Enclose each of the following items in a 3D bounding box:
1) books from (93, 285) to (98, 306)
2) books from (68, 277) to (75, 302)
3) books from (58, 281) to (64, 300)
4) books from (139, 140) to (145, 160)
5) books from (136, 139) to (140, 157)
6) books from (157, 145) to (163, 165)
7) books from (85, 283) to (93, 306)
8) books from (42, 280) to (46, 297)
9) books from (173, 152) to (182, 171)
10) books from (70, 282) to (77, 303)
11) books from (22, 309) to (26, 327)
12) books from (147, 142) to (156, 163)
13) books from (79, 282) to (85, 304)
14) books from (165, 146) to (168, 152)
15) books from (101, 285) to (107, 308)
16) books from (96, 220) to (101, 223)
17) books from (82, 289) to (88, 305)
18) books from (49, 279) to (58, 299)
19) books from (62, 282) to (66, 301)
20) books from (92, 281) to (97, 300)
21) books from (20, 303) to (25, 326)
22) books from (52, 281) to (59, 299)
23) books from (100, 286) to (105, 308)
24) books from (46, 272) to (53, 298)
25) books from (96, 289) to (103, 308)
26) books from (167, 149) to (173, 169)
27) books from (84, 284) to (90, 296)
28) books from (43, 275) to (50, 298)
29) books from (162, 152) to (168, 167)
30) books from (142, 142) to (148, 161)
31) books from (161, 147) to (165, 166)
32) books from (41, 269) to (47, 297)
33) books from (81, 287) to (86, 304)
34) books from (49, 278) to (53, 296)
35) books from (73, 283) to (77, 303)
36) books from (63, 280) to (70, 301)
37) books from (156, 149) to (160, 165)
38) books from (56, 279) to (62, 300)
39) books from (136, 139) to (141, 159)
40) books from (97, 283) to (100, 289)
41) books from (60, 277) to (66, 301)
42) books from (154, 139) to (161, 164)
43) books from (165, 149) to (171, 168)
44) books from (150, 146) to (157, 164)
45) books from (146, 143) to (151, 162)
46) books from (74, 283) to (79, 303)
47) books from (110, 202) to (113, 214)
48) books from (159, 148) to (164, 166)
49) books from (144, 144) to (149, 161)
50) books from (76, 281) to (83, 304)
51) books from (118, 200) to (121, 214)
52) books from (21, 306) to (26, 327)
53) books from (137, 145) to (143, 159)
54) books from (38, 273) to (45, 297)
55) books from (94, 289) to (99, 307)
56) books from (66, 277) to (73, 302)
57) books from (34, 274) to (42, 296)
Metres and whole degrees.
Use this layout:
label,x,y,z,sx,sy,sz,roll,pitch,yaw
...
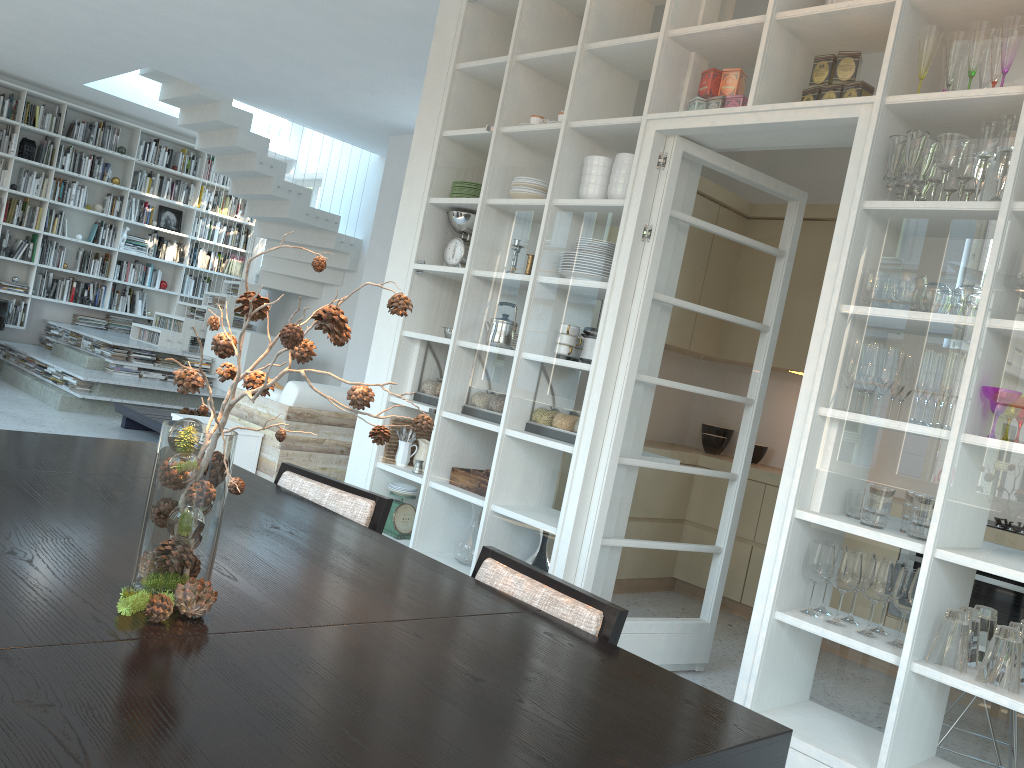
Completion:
label,x,y,z,sx,sy,sz,roll,pitch,yaw
books,-5.058,-1.074,10.716,0.021,0.265,0.150,10,2,-44
books,-5.243,-1.122,10.506,0.012,0.293,0.175,10,2,-44
books,-5.336,-1.107,10.445,0.024,0.228,0.159,10,2,-44
books,-4.533,-2.835,10.800,0.025,0.250,0.177,10,2,-44
books,-4.578,-2.866,10.761,0.028,0.294,0.150,10,2,-44
books,-4.375,-2.812,10.952,0.014,0.262,0.168,10,2,-44
books,-5.092,-1.080,10.668,0.070,0.266,0.185,10,2,-44
books,-5.469,-1.138,10.316,0.015,0.240,0.152,10,2,-44
books,-4.201,-2.776,11.119,0.019,0.256,0.169,10,2,-44
books,-5.235,-1.095,10.524,0.031,0.244,0.184,10,2,-44
books,-5.605,-0.764,10.149,0.012,0.206,0.160,10,2,-44
books,-4.452,-2.834,10.882,0.048,0.278,0.149,10,2,-44
books,-5.171,-1.094,10.601,0.026,0.263,0.169,10,2,-44
books,-4.333,-2.813,11.023,0.012,0.279,0.153,10,2,-44
books,-4.980,-1.063,10.777,0.025,0.272,0.171,10,2,-44
books,-4.980,-1.818,10.636,0.016,0.290,0.135,10,2,-44
books,-5.142,-1.047,10.632,0.025,0.181,0.169,10,2,-44
books,-5.391,-1.118,10.380,0.065,0.231,0.161,10,2,-44
books,-5.316,-1.099,10.469,0.012,0.221,0.153,10,2,-44
books,-5.066,-1.090,10.703,0.013,0.294,0.134,10,2,-44
books,-5.618,-0.799,10.130,0.015,0.271,0.157,10,2,-44
books,-5.366,-1.106,10.408,0.011,0.217,0.175,10,2,-44
books,-4.999,-1.059,10.760,0.026,0.258,0.156,10,2,-44
books,-5.415,-1.154,10.328,0.030,0.294,0.188,10,2,-44
books,-5.016,-1.047,10.738,0.025,0.228,0.175,10,2,-44
books,-4.288,-2.794,11.048,0.030,0.257,0.164,10,2,-44
books,-5.125,-1.078,10.645,0.012,0.249,0.164,10,2,-44
books,-5.438,-1.139,10.311,0.023,0.256,0.178,10,2,-44
books,-4.335,-2.774,10.994,0.024,0.202,0.189,10,2,-44
books,-4.512,-2.827,10.815,0.026,0.242,0.184,10,2,-44
books,-4.355,-2.804,10.987,0.021,0.254,0.151,10,2,-44
books,-5.453,-1.173,10.288,0.010,0.316,0.186,10,2,-44
books,-5.160,-1.065,10.620,0.022,0.211,0.135,10,2,-44
books,-5.409,-1.144,10.349,0.010,0.277,0.174,10,2,-44
books,-5.226,-1.091,10.553,0.025,0.238,0.156,10,2,-44
books,-5.289,-1.110,10.470,0.025,0.252,0.181,10,2,-44
books,-4.408,-2.797,10.952,0.030,0.220,0.133,10,2,-44
books,-5.357,-1.114,10.429,0.029,0.235,0.142,10,2,-44
books,-4.572,-2.850,10.783,0.014,0.264,0.140,10,2,-44
books,-5.044,-1.080,10.746,0.012,0.282,0.143,10,2,-44
books,-5.317,-1.123,10.455,0.014,0.268,0.171,10,2,-44
books,-4.397,-2.851,10.918,0.014,0.332,0.180,10,2,-44
books,-4.312,-2.797,11.043,0.012,0.254,0.160,10,2,-44
books,-4.430,-2.806,10.911,0.031,0.231,0.148,10,2,-44
books,-4.493,-2.828,10.869,0.027,0.249,0.139,10,2,-44
books,-5.214,-1.091,10.574,0.021,0.243,0.131,10,2,-44
books,-4.855,-2.138,10.694,0.011,0.228,0.131,10,2,-44
books,-4.366,-2.797,10.966,0.022,0.236,0.172,10,2,-44
books,-4.501,-2.820,10.838,0.024,0.231,0.168,10,2,-44
books,-5.184,-1.096,10.578,0.026,0.262,0.173,10,2,-44
books,-4.787,-2.121,10.739,0.013,0.221,0.155,10,2,-44
books,-5.603,-0.777,10.131,0.013,0.233,0.149,10,2,-44
books,-4.548,-2.803,10.776,0.022,0.182,0.189,10,2,-44
books,-5.470,-1.148,10.276,0.023,0.262,0.186,10,2,-44
books,-5.042,-1.047,10.720,0.013,0.220,0.168,10,2,-44
books,-5.268,-1.123,10.513,0.012,0.285,0.159,10,2,-44
books,-5.497,-1.149,10.278,0.012,0.254,0.160,10,2,-44
